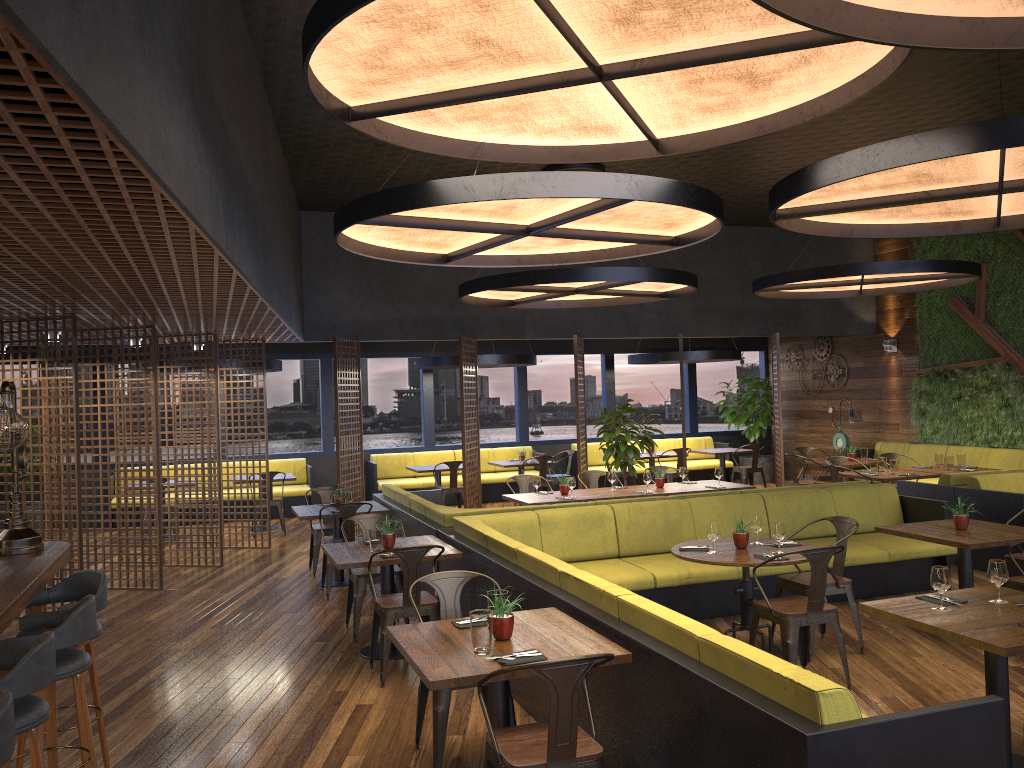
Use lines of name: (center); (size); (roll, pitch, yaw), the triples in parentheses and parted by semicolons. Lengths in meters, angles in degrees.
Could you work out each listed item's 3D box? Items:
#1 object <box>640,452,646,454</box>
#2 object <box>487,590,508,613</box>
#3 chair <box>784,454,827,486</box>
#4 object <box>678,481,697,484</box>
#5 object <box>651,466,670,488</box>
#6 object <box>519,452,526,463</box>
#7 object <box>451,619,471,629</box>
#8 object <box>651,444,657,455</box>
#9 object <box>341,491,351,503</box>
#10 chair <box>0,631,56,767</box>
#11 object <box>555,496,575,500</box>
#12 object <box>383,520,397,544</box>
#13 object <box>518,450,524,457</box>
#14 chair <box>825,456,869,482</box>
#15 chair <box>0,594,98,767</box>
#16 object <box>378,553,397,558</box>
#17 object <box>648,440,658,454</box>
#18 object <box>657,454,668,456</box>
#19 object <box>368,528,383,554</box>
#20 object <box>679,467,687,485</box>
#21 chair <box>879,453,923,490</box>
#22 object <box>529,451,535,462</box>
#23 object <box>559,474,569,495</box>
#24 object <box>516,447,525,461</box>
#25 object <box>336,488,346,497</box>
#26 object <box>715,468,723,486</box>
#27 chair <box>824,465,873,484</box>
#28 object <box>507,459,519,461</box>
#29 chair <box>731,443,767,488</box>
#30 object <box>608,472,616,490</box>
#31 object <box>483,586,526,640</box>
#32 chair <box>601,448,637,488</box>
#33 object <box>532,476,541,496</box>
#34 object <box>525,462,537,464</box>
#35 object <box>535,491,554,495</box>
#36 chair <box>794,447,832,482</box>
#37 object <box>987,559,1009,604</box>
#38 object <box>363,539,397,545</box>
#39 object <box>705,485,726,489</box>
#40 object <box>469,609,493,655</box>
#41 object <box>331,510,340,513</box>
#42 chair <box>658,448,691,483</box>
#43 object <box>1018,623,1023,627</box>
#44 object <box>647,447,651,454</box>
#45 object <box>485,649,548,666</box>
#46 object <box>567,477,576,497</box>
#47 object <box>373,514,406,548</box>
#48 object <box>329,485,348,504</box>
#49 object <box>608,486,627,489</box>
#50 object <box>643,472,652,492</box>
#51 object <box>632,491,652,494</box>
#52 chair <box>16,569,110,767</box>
object: (2.310, 1.214, 15.666); (0.255, 0.019, 0.157); (-2, -1, -19)
object: (-0.066, 1.084, 4.244); (0.102, 0.178, 0.102); (-1, -1, -33)
chair: (4.153, 1.432, 12.531); (0.541, 0.917, 0.504); (-2, -1, -18)
object: (2.086, 1.167, 10.500); (0.157, 0.019, 0.255); (-2, -1, -18)
object: (1.678, 1.047, 10.113); (0.238, 0.271, 0.260); (-2, -1, 3)
object: (0.174, 1.190, 14.411); (0.102, 0.178, 0.102); (-1, -1, -33)
object: (-0.163, 1.169, 4.376); (0.255, 0.019, 0.157); (-2, -1, -19)
object: (2.427, 1.125, 15.175); (0.102, 0.178, 0.102); (-1, -1, -33)
object: (-1.691, 1.191, 9.063); (0.102, 0.178, 0.102); (-2, -1, -13)
chair: (-1.900, 1.461, 3.232); (0.483, 1.048, 0.438); (-2, -1, 43)
object: (0.555, 1.204, 9.382); (0.157, 0.019, 0.255); (-2, -1, -18)
object: (-0.933, 1.141, 6.800); (0.102, 0.178, 0.102); (-1, -1, -33)
object: (0.153, 1.195, 14.769); (0.102, 0.178, 0.102); (-1, -1, -33)
chair: (4.390, 1.413, 11.530); (0.504, 0.917, 0.541); (-2, -1, -18)
chair: (-2.037, 1.472, 3.843); (0.438, 1.048, 0.483); (-2, -1, 10)
object: (-0.856, 1.213, 6.318); (0.255, 0.019, 0.157); (-2, -1, -19)
object: (2.405, 1.081, 15.350); (0.238, 0.271, 0.260); (-2, -1, 3)
object: (2.529, 1.200, 15.040); (0.255, 0.019, 0.157); (-2, -1, -19)
object: (-0.986, 1.139, 6.428); (0.102, 0.178, 0.102); (-1, -1, -33)
object: (1.995, 1.074, 10.351); (0.097, 0.206, 0.097); (-2, -1, 27)
chair: (5.212, 1.390, 11.809); (0.504, 0.917, 0.541); (-2, -1, -18)
object: (0.337, 1.186, 14.568); (0.102, 0.178, 0.102); (-1, -1, -33)
object: (0.566, 1.079, 9.736); (0.238, 0.271, 0.260); (-2, -1, 3)
object: (0.173, 1.146, 14.595); (0.238, 0.271, 0.260); (-2, -1, 3)
object: (-1.803, 1.198, 9.364); (0.102, 0.178, 0.102); (-2, -1, -3)
object: (2.361, 1.060, 10.118); (0.097, 0.206, 0.097); (-2, -1, 27)
chair: (4.055, 1.414, 10.615); (0.541, 0.917, 0.504); (-2, -1, -18)
object: (0.057, 1.279, 14.902); (0.255, 0.019, 0.157); (-2, -1, -19)
chair: (4.053, 1.465, 15.156); (0.504, 0.917, 0.541); (-2, -1, -18)
object: (1.134, 1.099, 10.058); (0.097, 0.206, 0.097); (-2, -1, 27)
object: (-0.055, 1.036, 4.073); (0.238, 0.271, 0.260); (-2, -1, 3)
chair: (1.816, 1.538, 15.185); (0.541, 0.917, 0.504); (-2, -1, -18)
object: (0.274, 1.124, 9.766); (0.097, 0.206, 0.097); (-2, -1, 27)
object: (0.276, 1.265, 14.276); (0.255, 0.019, 0.157); (-2, -1, -19)
object: (0.366, 1.217, 9.915); (0.157, 0.019, 0.255); (-2, -1, -18)
chair: (4.602, 1.428, 13.472); (0.504, 0.917, 0.541); (-2, -1, -18)
object: (2.449, 0.994, 4.468); (0.097, 0.206, 0.097); (-2, -1, -18)
object: (-1.030, 1.226, 6.933); (0.255, 0.019, 0.157); (-2, -1, -19)
object: (2.275, 1.155, 9.967); (0.157, 0.019, 0.255); (-2, -1, -18)
object: (-0.132, 1.082, 3.862); (0.102, 0.178, 0.102); (-2, -1, 17)
object: (-1.725, 1.270, 8.882); (0.255, 0.019, 0.157); (-2, -1, -19)
chair: (2.700, 1.504, 14.696); (0.504, 0.917, 0.541); (-2, -1, -18)
object: (2.389, 1.084, 3.975); (0.157, 0.019, 0.255); (-2, -1, -18)
object: (2.406, 1.130, 15.533); (0.102, 0.178, 0.102); (-1, -1, -33)
object: (0.011, 1.156, 3.762); (0.255, 0.019, 0.157); (-2, -1, -19)
object: (0.641, 1.109, 9.533); (0.097, 0.206, 0.097); (-2, -1, 27)
object: (-0.918, 1.093, 6.655); (0.260, 0.271, 0.238); (-2, -1, -17)
object: (-1.778, 1.149, 9.190); (0.260, 0.271, 0.238); (-2, -1, -17)
object: (1.226, 1.192, 10.207); (0.157, 0.019, 0.255); (-2, -1, -18)
object: (1.501, 1.085, 9.825); (0.097, 0.206, 0.097); (-2, -1, 27)
object: (1.415, 1.180, 9.674); (0.157, 0.019, 0.255); (-2, -1, -18)
chair: (-2.236, 1.485, 4.397); (0.438, 1.048, 0.483); (-2, -1, -27)
